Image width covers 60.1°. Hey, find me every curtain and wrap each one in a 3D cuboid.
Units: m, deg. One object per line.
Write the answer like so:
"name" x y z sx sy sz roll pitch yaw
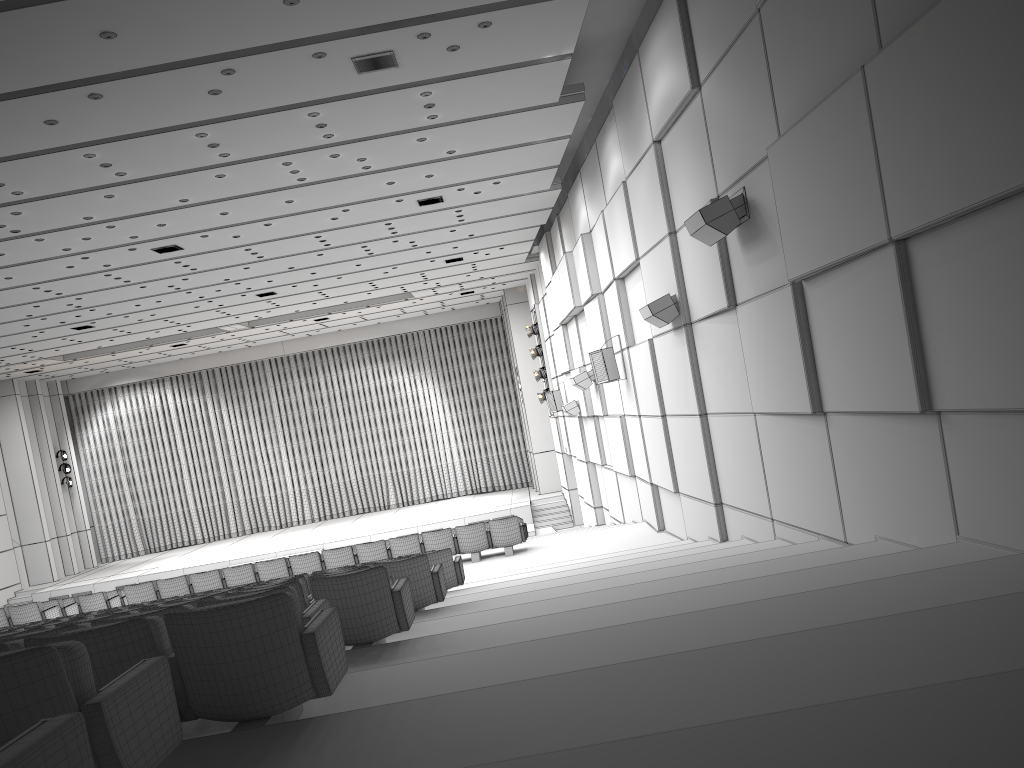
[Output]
"curtain" -7.378 1.820 32.121 16.132 6.535 1.426 -10 2 0

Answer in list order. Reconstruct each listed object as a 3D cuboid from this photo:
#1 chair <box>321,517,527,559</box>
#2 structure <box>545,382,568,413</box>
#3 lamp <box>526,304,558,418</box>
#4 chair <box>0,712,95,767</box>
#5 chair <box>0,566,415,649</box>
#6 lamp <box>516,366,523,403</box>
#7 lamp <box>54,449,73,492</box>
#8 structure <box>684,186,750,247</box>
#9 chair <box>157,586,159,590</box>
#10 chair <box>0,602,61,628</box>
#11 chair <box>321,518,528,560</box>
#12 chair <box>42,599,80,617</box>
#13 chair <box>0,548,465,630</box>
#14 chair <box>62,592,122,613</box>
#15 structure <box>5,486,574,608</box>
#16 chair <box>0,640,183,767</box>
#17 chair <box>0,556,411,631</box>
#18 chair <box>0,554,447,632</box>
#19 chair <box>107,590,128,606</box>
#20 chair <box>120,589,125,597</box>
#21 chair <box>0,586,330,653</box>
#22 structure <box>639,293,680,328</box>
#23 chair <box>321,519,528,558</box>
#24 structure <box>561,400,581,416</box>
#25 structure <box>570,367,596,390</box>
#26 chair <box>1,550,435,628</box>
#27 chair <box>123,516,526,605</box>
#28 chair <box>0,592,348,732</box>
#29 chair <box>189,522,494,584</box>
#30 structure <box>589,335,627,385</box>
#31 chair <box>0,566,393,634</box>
"chair" -2.989 3.373 16.826 6.601 0.623 0.611 -10 1 1
"structure" 1.159 0.356 22.877 0.407 0.746 0.411 -12 2 -42
"lamp" 0.951 -0.654 26.033 0.755 3.348 1.020 -10 2 -4
"chair" -7.574 1.965 1.481 13.752 0.623 0.611 -10 1 1
"chair" -7.462 2.671 5.904 13.752 0.623 0.611 -10 1 1
"lamp" 0.414 0.040 28.619 0.436 1.481 0.385 -10 2 -4
"lamp" -15.195 2.887 29.960 0.437 1.481 0.384 -10 2 5
"structure" 1.906 -1.539 8.238 0.470 0.418 0.519 -10 0 -4
"chair" -10.738 5.316 20.217 6.051 0.623 0.611 -10 1 1
"chair" -10.895 4.436 14.689 6.601 0.623 0.611 -10 1 1
"chair" -2.934 3.726 19.037 6.601 0.623 0.611 -10 1 1
"chair" -10.850 4.609 15.795 6.051 0.623 0.611 -10 1 1
"chair" -7.351 3.378 10.326 13.752 0.623 0.611 -10 1 1
"chair" -10.839 4.789 16.900 6.601 0.623 0.611 -10 1 1
"structure" -6.683 5.363 29.145 17.821 0.847 8.306 -10 -1 0
"chair" -7.572 2.146 2.587 13.201 0.623 0.611 -10 1 1
"chair" -7.405 3.206 9.221 13.201 0.623 0.611 -10 1 1
"chair" -7.406 3.024 8.115 13.752 0.623 0.611 -10 1 1
"chair" -10.794 4.963 18.006 6.051 0.623 0.611 -10 1 1
"chair" -10.783 5.142 19.111 6.601 0.623 0.611 -10 1 1
"chair" -7.517 2.500 4.798 13.201 0.623 0.611 -10 1 1
"structure" 1.838 -0.914 10.785 0.470 0.418 0.519 -10 0 -3
"chair" -2.878 4.079 21.248 6.601 0.623 0.611 -10 1 1
"structure" 1.383 0.528 20.124 0.470 0.418 0.519 -10 0 -3
"structure" 1.414 -0.090 17.571 0.470 0.418 0.520 -10 0 -4
"chair" -7.349 3.559 11.432 13.201 0.623 0.611 -10 1 1
"chair" -3.045 3.020 14.615 6.601 0.623 0.611 -10 1 1
"chair" -7.518 2.318 3.692 13.752 0.623 0.611 -10 1 1
"chair" -3.000 3.193 15.720 6.051 0.623 0.611 -10 1 1
"structure" 1.564 -0.393 14.478 0.407 0.746 0.411 -12 2 -42
"chair" -7.461 2.853 7.009 13.201 0.623 0.611 -10 1 1
